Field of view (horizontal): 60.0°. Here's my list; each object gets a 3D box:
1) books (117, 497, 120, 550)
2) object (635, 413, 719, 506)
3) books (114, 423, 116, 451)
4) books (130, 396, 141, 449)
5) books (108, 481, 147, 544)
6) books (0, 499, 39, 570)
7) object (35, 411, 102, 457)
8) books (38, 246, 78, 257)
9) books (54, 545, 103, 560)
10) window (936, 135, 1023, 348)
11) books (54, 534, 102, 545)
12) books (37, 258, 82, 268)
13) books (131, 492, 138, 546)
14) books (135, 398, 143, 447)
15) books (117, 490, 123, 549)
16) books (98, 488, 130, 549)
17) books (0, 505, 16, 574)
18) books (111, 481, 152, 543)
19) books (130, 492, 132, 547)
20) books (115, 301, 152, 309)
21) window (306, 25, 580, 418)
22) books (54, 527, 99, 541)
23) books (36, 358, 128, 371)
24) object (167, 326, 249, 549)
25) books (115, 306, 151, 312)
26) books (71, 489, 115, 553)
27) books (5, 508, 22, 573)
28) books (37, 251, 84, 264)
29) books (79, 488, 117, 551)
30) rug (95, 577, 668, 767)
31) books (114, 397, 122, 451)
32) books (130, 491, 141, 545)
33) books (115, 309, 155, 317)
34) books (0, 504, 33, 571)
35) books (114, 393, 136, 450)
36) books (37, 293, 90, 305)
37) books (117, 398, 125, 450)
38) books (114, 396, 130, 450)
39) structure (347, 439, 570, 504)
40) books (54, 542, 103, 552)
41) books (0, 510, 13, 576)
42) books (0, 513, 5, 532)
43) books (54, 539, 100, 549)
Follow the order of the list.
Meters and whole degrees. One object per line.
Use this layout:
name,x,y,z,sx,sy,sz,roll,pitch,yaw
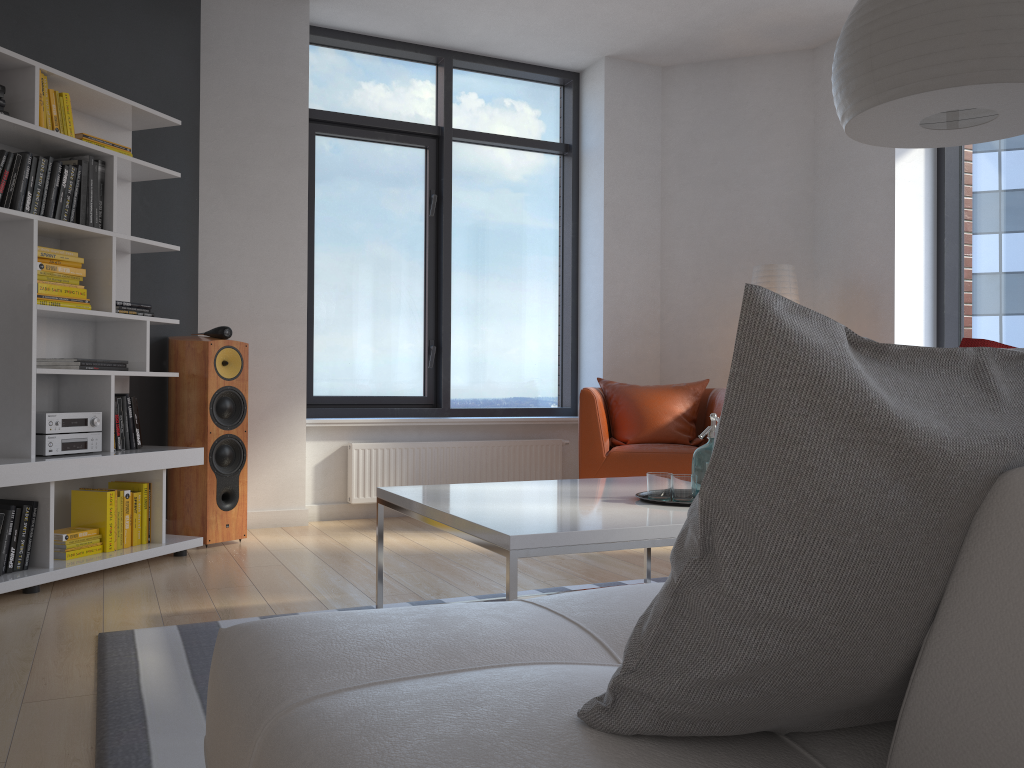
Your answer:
books,-1.764,0.601,3.844,0.156,0.229,0.024,0,0,20
object,0.542,0.221,2.694,0.330,0.265,0.330,0,0,-1
books,-1.841,0.161,3.915,0.202,0.268,0.053,0,0,20
books,-1.779,0.176,4.038,0.177,0.242,0.066,0,0,20
books,-1.732,0.580,4.000,0.204,0.270,0.029,0,0,20
books,-1.937,0.581,3.438,0.197,0.260,0.066,0,0,20
object,-1.914,0.205,3.695,0.270,0.174,0.285,0,0,20
books,-1.974,-0.551,3.722,0.163,0.023,0.223,0,0,24
books,-1.833,0.696,3.689,0.147,0.033,0.190,0,0,20
window,2.872,-0.971,4.714,0.170,2.402,1.310,1,0,-25
books,-1.832,0.644,3.690,0.134,0.014,0.187,0,0,20
books,-1.956,-0.504,3.716,0.160,0.022,0.227,0,-1,36
books,-1.742,0.597,3.945,0.172,0.234,0.024,0,0,20
books,-1.798,0.179,4.081,0.179,0.233,0.077,0,0,20
books,-1.774,0.588,3.870,0.180,0.251,0.019,0,0,20
books,-1.763,0.588,3.895,0.185,0.250,0.035,0,0,20
books,-1.972,0.582,3.346,0.192,0.254,0.075,0,0,19
books,-1.731,0.580,4.028,0.213,0.270,0.025,0,0,20
books,-1.754,0.594,3.923,0.169,0.239,0.023,0,0,20
books,-1.784,-0.357,4.040,0.161,0.023,0.213,0,0,24
window,-0.456,-0.983,5.857,1.960,2.402,0.170,1,0,-25
books,-1.845,0.624,3.691,0.138,0.026,0.186,0,0,20
books,-1.879,-0.082,3.866,0.250,0.047,0.310,0,0,16
object,-1.573,0.256,4.493,0.434,1.088,0.290,0,-1,35
books,-1.771,-0.338,4.032,0.142,0.015,0.198,0,0,19
books,-1.799,0.585,3.805,0.198,0.255,0.044,0,0,20
books,-1.957,0.590,3.369,0.179,0.243,0.068,0,0,19
books,-1.950,-0.527,3.723,0.163,0.023,0.223,0,0,24
books,-1.790,0.583,3.834,0.199,0.263,0.015,0,0,20
rug,0.099,0.788,2.524,2.326,0.016,1.662,1,0,-25
books,-1.826,0.177,3.944,0.189,0.240,0.053,0,0,21
books,-1.737,0.597,3.971,0.172,0.234,0.024,0,0,20
books,-1.768,-0.319,4.032,0.161,0.023,0.213,0,0,24
books,-1.948,0.585,3.406,0.191,0.249,0.084,0,0,20
books,-1.797,0.170,4.013,0.193,0.255,0.066,0,0,20
books,-1.944,-0.351,3.704,0.203,0.024,0.257,0,0,23
books,-1.812,0.178,3.964,0.170,0.236,0.049,0,0,21
books,-1.797,0.175,3.982,0.169,0.242,0.050,0,0,20
structure,-0.300,0.586,5.558,1.474,0.460,0.110,1,0,-25
books,-1.837,0.673,3.691,0.148,0.011,0.196,0,0,20
books,-1.955,0.590,3.316,0.172,0.242,0.069,0,0,21
books,-1.979,0.592,3.287,0.169,0.233,0.081,0,0,19
books,-1.820,0.659,3.679,0.113,0.018,0.169,0,0,22
